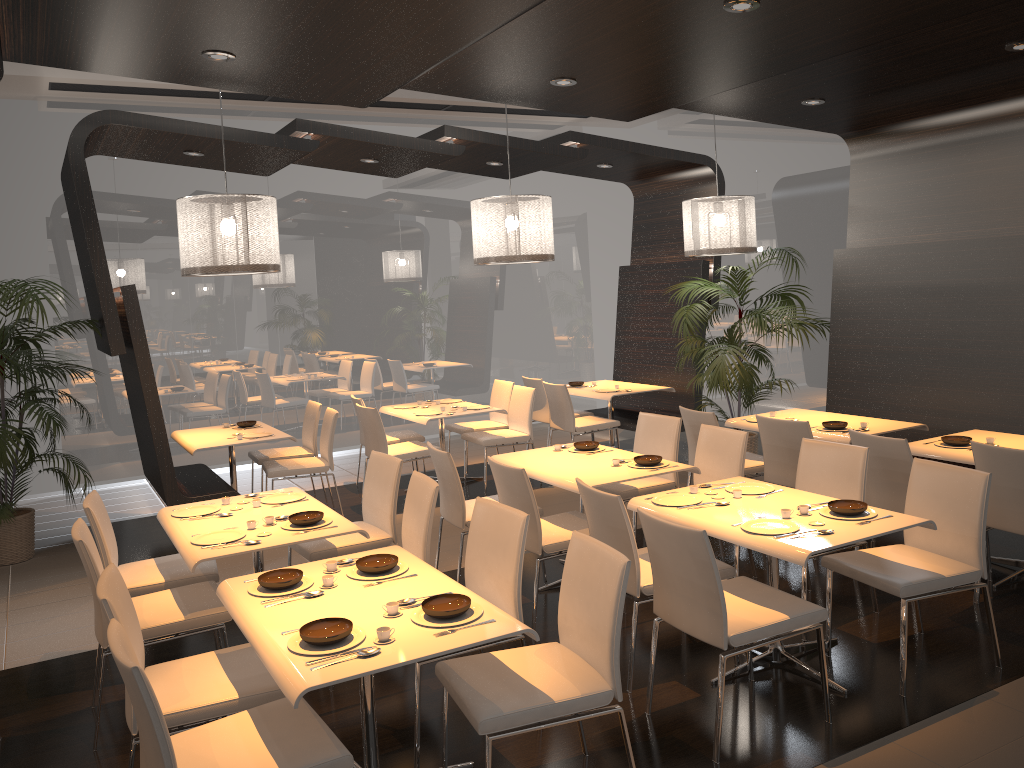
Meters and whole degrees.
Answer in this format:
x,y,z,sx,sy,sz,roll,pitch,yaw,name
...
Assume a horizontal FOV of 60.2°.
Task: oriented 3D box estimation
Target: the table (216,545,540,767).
x,y,z,sx,sy,sz,roll,pitch,yaw,name
-0.514,1.132,3.151,0.802,0.723,1.149,-5,6,-28,table

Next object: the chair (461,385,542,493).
x,y,z,sx,sy,sz,roll,pitch,yaw,name
-0.096,0.483,8.134,0.607,0.867,0.484,-5,3,-26,chair

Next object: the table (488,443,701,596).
x,y,z,sx,sy,sz,roll,pitch,yaw,name
0.596,0.816,5.468,1.056,0.723,1.149,-6,6,-28,table

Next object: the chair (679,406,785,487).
x,y,z,sx,sy,sz,roll,pitch,yaw,name
1.580,0.588,6.388,0.606,0.872,0.485,-4,3,-21,chair

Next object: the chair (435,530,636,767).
x,y,z,sx,sy,sz,roll,pitch,yaw,name
0.090,1.031,3.082,0.606,0.867,0.485,-4,3,-21,chair

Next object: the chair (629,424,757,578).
x,y,z,sx,sy,sz,roll,pitch,yaw,name
1.089,0.728,5.337,0.607,0.867,0.484,-5,3,-26,chair

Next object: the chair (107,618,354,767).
x,y,z,sx,sy,sz,roll,pitch,yaw,name
-0.847,1.129,2.650,0.607,0.867,0.484,-5,3,-31,chair

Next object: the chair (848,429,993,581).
x,y,z,sx,sy,sz,roll,pitch,yaw,name
2.329,0.687,5.097,0.606,0.867,0.485,-4,3,-21,chair

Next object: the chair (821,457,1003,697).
x,y,z,sx,sy,sz,roll,pitch,yaw,name
1.817,0.835,4.031,0.606,0.872,0.485,-4,3,-21,chair

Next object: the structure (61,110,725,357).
x,y,z,sx,sy,sz,roll,pitch,yaw,name
-0.759,-1.380,8.119,5.950,1.723,1.404,-6,5,-29,structure

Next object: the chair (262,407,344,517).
x,y,z,sx,sy,sz,roll,pitch,yaw,name
-1.710,0.671,7.226,0.606,0.867,0.485,-4,3,-21,chair

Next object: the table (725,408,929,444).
x,y,z,sx,sy,sz,roll,pitch,yaw,name
2.242,0.629,6.354,0.802,0.723,1.149,-5,6,-28,table

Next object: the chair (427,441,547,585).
x,y,z,sx,sy,sz,roll,pitch,yaw,name
-0.176,0.785,5.441,0.606,0.867,0.485,-4,3,-21,chair

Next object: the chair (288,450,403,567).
x,y,z,sx,sy,sz,roll,pitch,yaw,name
-0.932,0.873,5.013,0.607,0.867,0.484,-5,3,-31,chair

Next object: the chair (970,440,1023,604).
x,y,z,sx,sy,sz,roll,pitch,yaw,name
2.777,0.718,4.598,0.607,0.867,0.484,-5,3,-26,chair

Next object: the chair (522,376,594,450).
x,y,z,sx,sy,sz,roll,pitch,yaw,name
0.467,0.338,9.179,0.607,0.867,0.484,-5,3,-26,chair

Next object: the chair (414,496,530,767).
x,y,z,sx,sy,sz,roll,pitch,yaw,name
-0.249,0.985,3.686,0.607,0.871,0.484,-5,3,-31,chair

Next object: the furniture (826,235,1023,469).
x,y,z,sx,sy,sz,roll,pitch,yaw,name
3.192,-0.161,6.025,0.759,1.669,2.907,-5,5,-28,furniture

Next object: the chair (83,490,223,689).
x,y,z,sx,sy,sz,roll,pitch,yaw,name
-1.824,0.977,4.514,0.606,0.867,0.485,-4,3,-21,chair

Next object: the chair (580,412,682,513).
x,y,z,sx,sy,sz,roll,pitch,yaw,name
0.818,0.672,5.978,0.607,0.867,0.484,-5,3,-31,chair

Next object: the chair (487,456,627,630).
x,y,z,sx,sy,sz,roll,pitch,yaw,name
0.227,0.827,4.881,0.607,0.872,0.484,-5,3,-26,chair

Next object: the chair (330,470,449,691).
x,y,z,sx,sy,sz,roll,pitch,yaw,name
-0.661,0.932,4.372,0.606,0.872,0.485,-4,3,-21,chair

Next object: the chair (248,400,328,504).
x,y,z,sx,sy,sz,roll,pitch,yaw,name
-1.978,0.624,7.805,0.607,0.872,0.484,-5,3,-26,chair

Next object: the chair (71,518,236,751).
x,y,z,sx,sy,sz,roll,pitch,yaw,name
-1.598,1.028,3.940,0.607,0.867,0.484,-5,3,-26,chair

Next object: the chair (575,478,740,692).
x,y,z,sx,sy,sz,roll,pitch,yaw,name
0.664,0.880,4.185,0.606,0.872,0.485,-4,3,-21,chair

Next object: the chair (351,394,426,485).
x,y,z,sx,sy,sz,roll,pitch,yaw,name
-1.172,0.523,8.306,0.606,0.867,0.485,-4,3,-21,chair

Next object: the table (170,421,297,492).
x,y,z,sx,sy,sz,roll,pitch,yaw,name
-2.302,0.770,7.307,0.802,0.723,1.149,-5,6,-28,table

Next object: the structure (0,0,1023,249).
x,y,z,sx,sy,sz,roll,pitch,yaw,name
-0.986,-0.888,3.728,10.692,1.731,2.907,-6,6,-29,structure

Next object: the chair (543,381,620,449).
x,y,z,sx,sy,sz,roll,pitch,yaw,name
0.663,0.397,8.562,0.607,0.872,0.484,-5,3,-26,chair

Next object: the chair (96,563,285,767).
x,y,z,sx,sy,sz,roll,pitch,yaw,name
-1.131,1.086,3.180,0.606,0.867,0.485,-4,3,-21,chair

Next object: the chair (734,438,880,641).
x,y,z,sx,sy,sz,roll,pitch,yaw,name
1.546,0.779,4.671,0.607,0.871,0.484,-5,3,-31,chair

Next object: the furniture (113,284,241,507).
x,y,z,sx,sy,sz,roll,pitch,yaw,name
-2.720,0.047,7.045,0.759,1.670,1.404,-5,4,-28,furniture

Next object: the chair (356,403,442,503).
x,y,z,sx,sy,sz,roll,pitch,yaw,name
-0.984,0.590,7.629,0.607,0.871,0.484,-5,3,-31,chair

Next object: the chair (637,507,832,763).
x,y,z,sx,sy,sz,roll,pitch,yaw,name
0.881,0.933,3.598,0.607,0.872,0.484,-5,3,-26,chair

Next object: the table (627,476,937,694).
x,y,z,sx,sy,sz,roll,pitch,yaw,name
1.214,0.933,4.100,0.802,0.723,1.149,-5,6,-28,table

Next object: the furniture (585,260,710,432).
x,y,z,sx,sy,sz,roll,pitch,yaw,name
1.351,-0.421,9.280,0.759,1.670,1.404,-5,4,-28,furniture

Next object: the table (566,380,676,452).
x,y,z,sx,sy,sz,roll,pitch,yaw,name
1.023,0.390,9.113,0.802,0.723,1.149,-5,6,-28,table

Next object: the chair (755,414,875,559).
x,y,z,sx,sy,sz,roll,pitch,yaw,name
1.990,0.624,5.858,0.607,0.871,0.484,-5,3,-31,chair

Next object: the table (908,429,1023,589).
x,y,z,sx,sy,sz,roll,pitch,yaw,name
2.990,0.730,5.064,0.802,0.723,1.149,-5,6,-28,table

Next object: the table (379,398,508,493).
x,y,z,sx,sy,sz,roll,pitch,yaw,name
-0.644,0.581,8.205,0.802,0.723,1.149,-5,6,-28,table

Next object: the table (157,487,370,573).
x,y,z,sx,sy,sz,roll,pitch,yaw,name
-1.265,1.030,4.442,0.802,0.723,1.149,-5,6,-28,table

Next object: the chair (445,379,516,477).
x,y,z,sx,sy,sz,roll,pitch,yaw,name
-0.292,0.428,8.751,0.607,0.872,0.484,-5,3,-26,chair
